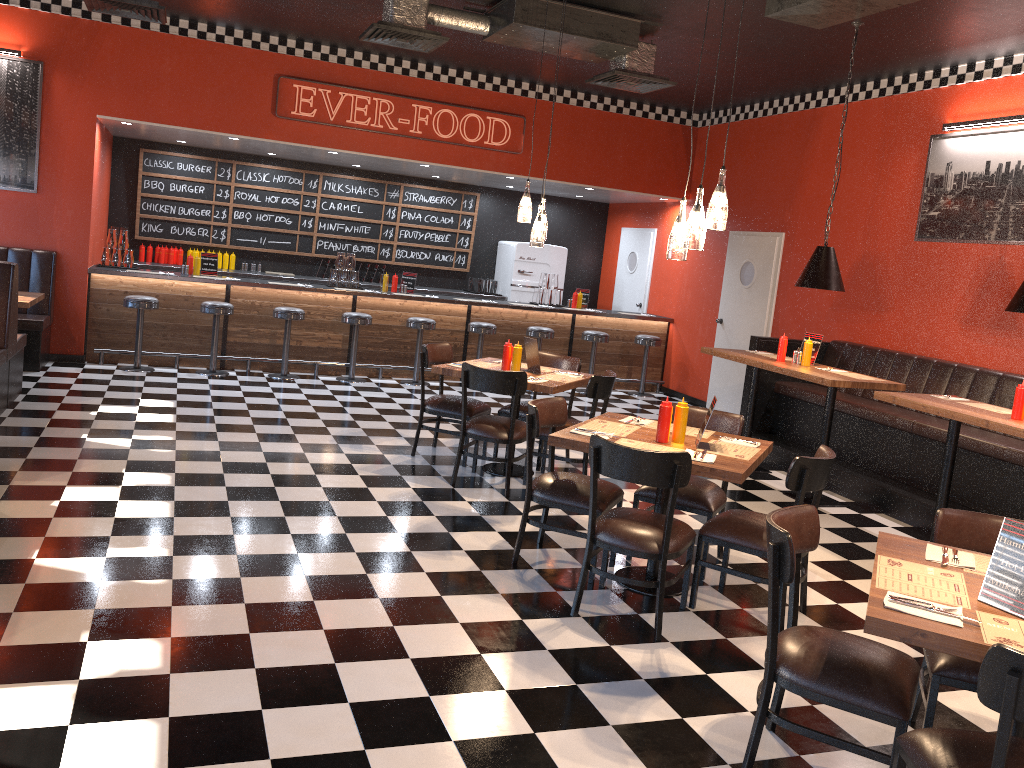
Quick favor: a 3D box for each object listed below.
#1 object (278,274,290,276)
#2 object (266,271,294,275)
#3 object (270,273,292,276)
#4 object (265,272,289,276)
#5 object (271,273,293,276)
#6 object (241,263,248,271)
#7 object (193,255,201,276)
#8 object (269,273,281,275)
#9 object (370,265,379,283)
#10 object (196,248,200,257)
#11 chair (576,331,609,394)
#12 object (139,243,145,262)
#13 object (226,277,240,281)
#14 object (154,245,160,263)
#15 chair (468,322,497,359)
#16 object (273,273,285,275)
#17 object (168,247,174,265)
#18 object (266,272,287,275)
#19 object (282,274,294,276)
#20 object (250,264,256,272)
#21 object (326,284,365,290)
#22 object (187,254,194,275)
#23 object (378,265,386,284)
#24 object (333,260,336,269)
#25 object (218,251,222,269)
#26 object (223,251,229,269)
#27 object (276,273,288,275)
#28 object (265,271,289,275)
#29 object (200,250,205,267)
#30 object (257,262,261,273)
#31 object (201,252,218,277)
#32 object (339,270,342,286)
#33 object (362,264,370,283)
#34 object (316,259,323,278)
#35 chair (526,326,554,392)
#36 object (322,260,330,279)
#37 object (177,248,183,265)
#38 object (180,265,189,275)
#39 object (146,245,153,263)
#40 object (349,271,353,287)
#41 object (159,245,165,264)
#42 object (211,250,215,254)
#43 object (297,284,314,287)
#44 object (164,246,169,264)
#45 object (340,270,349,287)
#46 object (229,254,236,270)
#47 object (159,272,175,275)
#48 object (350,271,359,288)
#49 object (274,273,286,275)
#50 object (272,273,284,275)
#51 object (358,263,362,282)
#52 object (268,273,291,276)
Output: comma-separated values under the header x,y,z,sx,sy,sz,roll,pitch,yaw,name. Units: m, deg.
x,y,z,sx,sy,sz,roll,pitch,yaw,name
-3.151,-1.492,12.024,0.365,0.001,0.263,4,9,-16,object
-3.150,-1.505,12.023,0.365,0.001,0.263,3,9,-20,object
-3.151,-1.495,12.024,0.365,0.001,0.263,3,9,-18,object
-3.151,-1.491,12.024,0.365,0.001,0.263,3,9,-21,object
-3.151,-1.496,12.024,0.365,0.001,0.263,3,9,-19,object
-3.589,-1.586,11.899,0.094,0.135,0.047,8,7,14,object
-3.534,-1.337,9.941,0.068,0.237,0.068,4,7,-20,object
-3.151,-1.494,12.024,0.365,0.001,0.263,3,9,-22,object
-1.944,-1.555,12.480,0.074,0.256,0.190,4,7,-19,object
-4.157,-1.669,11.686,0.068,0.237,0.068,4,7,-19,object
1.012,-0.278,11.135,0.348,0.771,0.350,4,7,-16,chair
-4.766,-1.695,11.410,0.068,0.237,0.068,0,9,-44,object
-3.129,-1.181,9.939,0.157,0.019,0.256,4,9,-15,object
-4.607,-1.694,11.521,0.068,0.237,0.068,4,7,-19,object
-0.389,-0.351,10.597,0.349,0.771,0.349,9,7,24,chair
-3.150,-1.499,12.023,0.365,0.001,0.263,3,9,-21,object
-4.430,-1.674,11.517,0.068,0.237,0.068,4,7,-19,object
-3.150,-1.502,12.023,0.365,0.001,0.263,3,9,-19,object
-3.151,-1.497,12.024,0.365,0.001,0.263,4,9,-17,object
-3.487,-1.582,11.946,0.047,0.135,0.094,9,7,24,object
-2.017,-1.171,10.682,0.436,0.018,0.274,3,9,-21,object
-3.628,-1.354,9.981,0.068,0.237,0.068,4,7,-20,object
-1.840,-1.550,12.520,0.072,0.256,0.189,4,7,-16,object
-2.467,-1.582,12.280,0.072,0.256,0.189,3,8,-26,object
-3.891,-1.652,11.769,0.068,0.237,0.068,4,7,-23,object
-3.814,-1.650,11.809,0.068,0.237,0.068,4,7,-20,object
-3.150,-1.503,12.023,0.365,0.001,0.263,3,9,-21,object
-3.150,-1.504,12.023,0.365,0.001,0.263,3,9,-21,object
-4.084,-1.660,11.677,0.068,0.237,0.068,4,7,-23,object
-3.402,-1.571,11.935,0.046,0.135,0.094,3,8,-26,object
-3.454,-1.364,10.110,0.188,0.256,0.073,2,7,-31,object
-2.045,-1.276,10.709,0.105,0.208,0.105,9,7,24,object
-2.049,-1.561,12.440,0.072,0.256,0.189,4,7,-16,object
-2.659,-1.593,12.210,0.070,0.257,0.190,5,7,-14,object
0.311,-0.314,10.866,0.348,0.771,0.350,4,7,-21,chair
-2.570,-1.587,12.238,0.072,0.259,0.193,4,7,-18,object
-4.332,-1.671,11.572,0.068,0.237,0.068,4,7,-19,object
-3.638,-1.284,9.860,0.094,0.135,0.047,8,7,14,object
-4.683,-1.691,11.448,0.068,0.237,0.068,6,6,-5,object
-1.934,-1.270,10.752,0.105,0.208,0.105,9,7,24,object
-4.529,-1.676,11.461,0.068,0.237,0.068,0,9,-44,object
-3.954,-1.650,11.709,0.068,0.237,0.068,0,9,-44,object
-2.391,-1.146,10.247,0.157,0.019,0.256,2,9,-25,object
-4.517,-1.688,11.552,0.068,0.237,0.068,4,7,-19,object
-2.000,-1.256,10.611,0.105,0.208,0.105,9,7,24,object
-3.735,-1.646,11.840,0.068,0.237,0.068,4,7,-19,object
-3.770,-1.212,9.677,0.157,0.019,0.256,2,9,-25,object
-1.883,-1.249,10.648,0.105,0.208,0.105,9,7,24,object
-3.150,-1.500,12.023,0.365,0.001,0.263,3,9,-18,object
-3.151,-1.498,12.023,0.365,0.001,0.263,3,9,-24,object
-2.154,-1.566,12.400,0.072,0.256,0.189,5,7,-11,object
-3.151,-1.493,12.024,0.365,0.001,0.263,3,9,-19,object
